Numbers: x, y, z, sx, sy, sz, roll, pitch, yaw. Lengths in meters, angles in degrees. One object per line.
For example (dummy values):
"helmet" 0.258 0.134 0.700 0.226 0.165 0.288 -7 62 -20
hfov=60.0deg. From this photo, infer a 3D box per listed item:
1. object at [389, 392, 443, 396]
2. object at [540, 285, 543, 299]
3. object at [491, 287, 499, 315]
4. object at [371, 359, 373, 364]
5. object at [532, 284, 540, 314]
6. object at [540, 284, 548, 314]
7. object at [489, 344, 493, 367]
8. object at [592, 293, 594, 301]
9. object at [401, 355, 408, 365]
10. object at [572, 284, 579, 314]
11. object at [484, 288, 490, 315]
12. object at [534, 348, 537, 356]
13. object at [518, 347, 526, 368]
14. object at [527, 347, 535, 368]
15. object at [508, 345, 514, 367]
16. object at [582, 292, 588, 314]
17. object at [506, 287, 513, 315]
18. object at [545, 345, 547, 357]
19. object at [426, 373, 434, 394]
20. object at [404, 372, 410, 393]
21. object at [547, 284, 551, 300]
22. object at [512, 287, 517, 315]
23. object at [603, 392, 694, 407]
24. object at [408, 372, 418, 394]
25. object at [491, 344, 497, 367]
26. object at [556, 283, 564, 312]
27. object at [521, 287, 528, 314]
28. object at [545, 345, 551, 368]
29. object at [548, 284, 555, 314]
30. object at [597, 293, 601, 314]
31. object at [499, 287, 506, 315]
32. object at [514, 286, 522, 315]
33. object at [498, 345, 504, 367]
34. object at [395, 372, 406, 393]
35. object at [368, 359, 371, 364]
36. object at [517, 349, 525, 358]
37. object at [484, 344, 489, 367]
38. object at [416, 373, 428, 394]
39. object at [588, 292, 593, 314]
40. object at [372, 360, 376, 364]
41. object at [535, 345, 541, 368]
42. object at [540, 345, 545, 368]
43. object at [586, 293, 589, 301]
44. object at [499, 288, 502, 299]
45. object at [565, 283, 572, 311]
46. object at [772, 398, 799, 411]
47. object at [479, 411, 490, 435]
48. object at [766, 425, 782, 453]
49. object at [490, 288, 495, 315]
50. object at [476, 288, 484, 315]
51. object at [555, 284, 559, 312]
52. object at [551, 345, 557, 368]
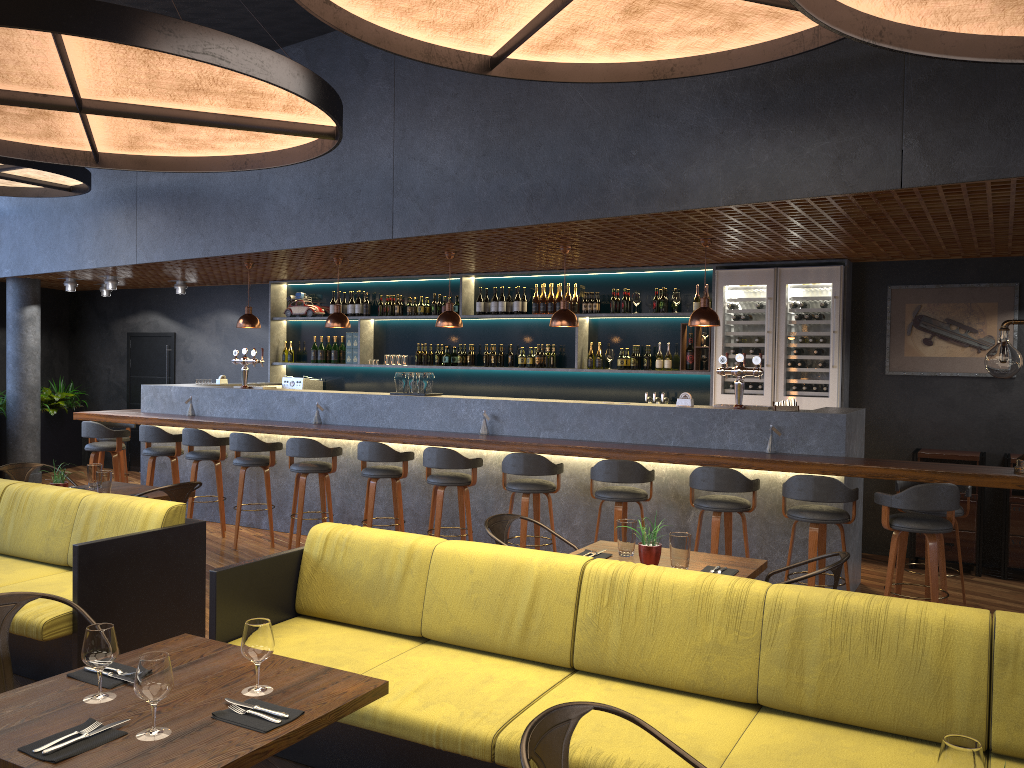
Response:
"object" -0.894 0.092 8.254 0.437 0.019 0.273 2 2 29
"object" 0.335 -0.919 9.679 0.084 0.330 0.084 2 2 36
"object" -0.184 -0.923 9.877 0.085 0.310 0.086 0 2 -28
"object" -1.682 -0.267 10.743 0.042 0.059 0.042 1 2 -9
"object" 0.262 -0.919 9.616 0.084 0.330 0.084 2 2 36
"object" 0.345 -0.916 9.572 0.084 0.330 0.084 2 2 36
"object" -0.229 -0.320 10.027 0.063 0.254 0.063 1 2 16
"object" 0.851 -0.849 9.357 0.056 0.227 0.056 1 2 -9
"object" -1.274 -0.285 10.539 0.084 0.119 0.084 0 2 -16
"object" 0.683 -0.909 9.525 0.084 0.330 0.084 2 2 36
"object" -0.287 -0.929 10.037 0.086 0.310 0.085 2 2 43
"object" 0.263 -0.291 9.797 0.088 0.224 0.088 2 2 24
"object" 0.113 -0.292 9.750 0.088 0.224 0.088 1 2 -1
"object" 0.207 -0.289 9.699 0.088 0.224 0.088 2 2 44
"object" -0.011 -0.313 9.916 0.063 0.254 0.063 1 2 -13
"object" 0.770 -0.850 9.332 0.056 0.227 0.056 1 2 -9
"object" -0.034 -0.921 9.899 0.086 0.310 0.085 2 2 40
"object" 0.384 -0.302 9.737 0.063 0.254 0.063 0 2 -34
"object" -0.774 0.000 8.226 0.105 0.209 0.105 0 2 -26
"object" -0.976 -0.007 8.334 0.105 0.209 0.105 0 2 -26
"object" 0.417 -0.917 9.631 0.084 0.330 0.084 2 2 36
"object" 0.051 -0.918 9.858 0.085 0.310 0.086 0 2 -34
"object" 1.067 0.112 7.085 0.766 0.106 0.200 2 2 29
"object" -0.910 -0.003 8.230 0.105 0.209 0.105 0 2 -26
"object" -0.196 -0.315 9.883 0.063 0.254 0.063 0 2 -24
"object" 0.514 -0.911 9.473 0.084 0.330 0.084 2 2 36
"object" 0.133 -0.916 9.810 0.085 0.310 0.086 0 2 -20
"object" 0.393 -0.297 9.554 0.063 0.254 0.063 2 2 36
"object" 0.426 -0.914 9.526 0.084 0.330 0.084 2 2 36
"object" 0.906 -0.847 9.327 0.056 0.227 0.056 2 2 31
"object" -0.104 -0.920 9.830 0.085 0.310 0.086 0 2 -34
"object" 0.067 -0.915 9.738 0.085 0.310 0.086 0 2 -28
"object" -0.119 -0.317 9.967 0.063 0.254 0.063 1 2 1
"object" -1.038 -0.005 8.245 0.105 0.209 0.105 0 2 -26
"object" -1.728 -0.269 10.769 0.042 0.059 0.042 1 2 -9
"object" 0.100 -0.287 9.884 0.097 0.206 0.097 0 2 -30
"object" -0.284 -0.318 9.932 0.063 0.254 0.063 1 2 1
"object" -0.823 0.002 8.122 0.105 0.209 0.105 0 2 -26
"object" 0.823 -0.848 9.303 0.056 0.227 0.056 1 2 6
"object" -1.664 -0.265 10.692 0.042 0.059 0.042 1 2 -9
"object" 0.283 -0.299 9.588 0.063 0.254 0.063 2 2 22
"object" 0.329 -0.301 9.673 0.063 0.254 0.063 0 2 -33
"object" 0.800 -0.851 9.386 0.056 0.227 0.056 2 2 31
"object" -0.118 -0.924 9.949 0.085 0.310 0.086 0 2 -20
"object" 0.599 -0.908 9.429 0.084 0.330 0.084 2 2 36
"object" 2.018 0.150 6.536 0.177 0.091 0.091 1 2 4
"object" -0.228 0.330 7.565 0.114 0.203 0.069 1 2 18
"object" 1.881 0.396 6.406 0.114 0.203 0.069 0 2 -27
"object" -0.200 -0.926 9.988 0.085 0.310 0.086 0 2 -34
"object" -0.358 -0.928 9.968 0.085 0.310 0.086 0 2 -34
"object" 0.501 -0.914 9.588 0.084 0.330 0.084 2 2 36
"object" 0.453 -0.298 9.644 0.063 0.254 0.063 1 2 1
